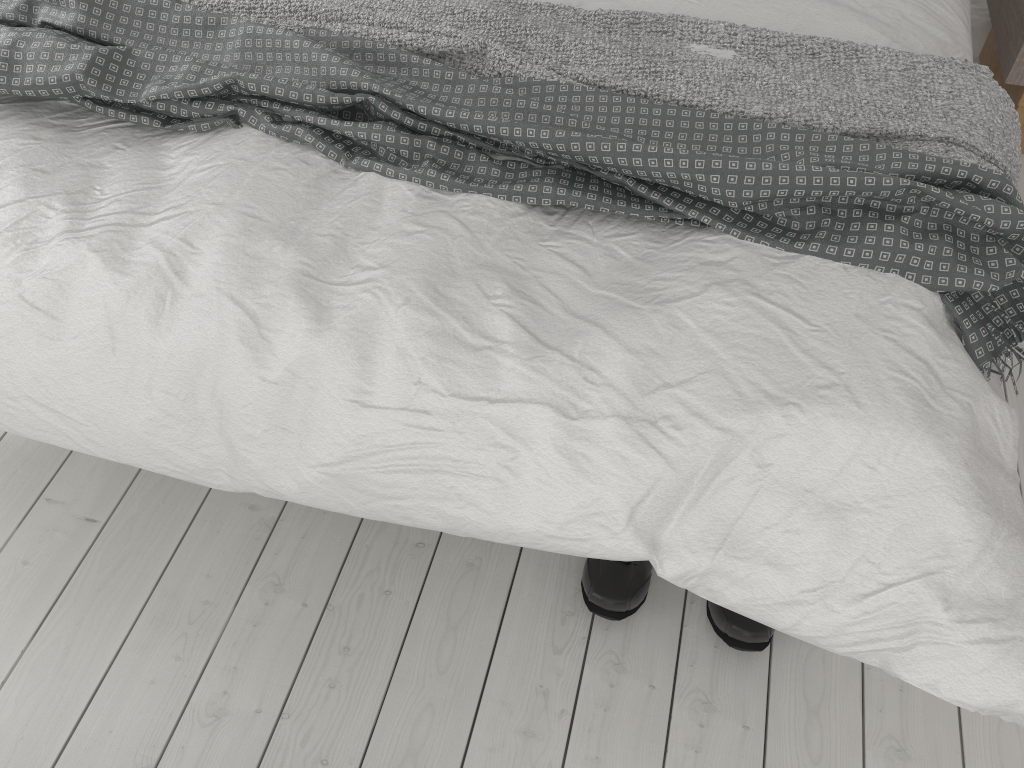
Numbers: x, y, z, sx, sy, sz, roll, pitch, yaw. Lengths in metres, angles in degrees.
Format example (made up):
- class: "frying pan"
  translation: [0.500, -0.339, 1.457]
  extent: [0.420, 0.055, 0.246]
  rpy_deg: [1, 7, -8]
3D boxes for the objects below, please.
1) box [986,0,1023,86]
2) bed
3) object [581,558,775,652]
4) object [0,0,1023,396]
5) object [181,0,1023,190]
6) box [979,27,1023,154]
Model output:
- class: "box"
  translation: [1.598, -0.923, 2.252]
  extent: [0.647, 0.185, 0.537]
  rpy_deg: [11, 50, 8]
- class: "bed"
  translation: [-0.096, -0.787, 1.851]
  extent: [2.217, 0.926, 2.473]
  rpy_deg: [12, 50, 9]
- class: "object"
  translation: [0.291, 0.271, 1.472]
  extent: [0.322, 0.127, 0.300]
  rpy_deg: [11, 50, 8]
- class: "object"
  translation: [-0.242, -0.306, 1.447]
  extent: [2.154, 0.377, 0.536]
  rpy_deg: [13, 50, 10]
- class: "object"
  translation: [-0.174, -0.514, 1.766]
  extent: [2.236, 0.500, 0.521]
  rpy_deg: [14, 50, 10]
- class: "box"
  translation: [1.650, -0.792, 2.383]
  extent: [0.647, 0.185, 0.537]
  rpy_deg: [11, 50, 8]
